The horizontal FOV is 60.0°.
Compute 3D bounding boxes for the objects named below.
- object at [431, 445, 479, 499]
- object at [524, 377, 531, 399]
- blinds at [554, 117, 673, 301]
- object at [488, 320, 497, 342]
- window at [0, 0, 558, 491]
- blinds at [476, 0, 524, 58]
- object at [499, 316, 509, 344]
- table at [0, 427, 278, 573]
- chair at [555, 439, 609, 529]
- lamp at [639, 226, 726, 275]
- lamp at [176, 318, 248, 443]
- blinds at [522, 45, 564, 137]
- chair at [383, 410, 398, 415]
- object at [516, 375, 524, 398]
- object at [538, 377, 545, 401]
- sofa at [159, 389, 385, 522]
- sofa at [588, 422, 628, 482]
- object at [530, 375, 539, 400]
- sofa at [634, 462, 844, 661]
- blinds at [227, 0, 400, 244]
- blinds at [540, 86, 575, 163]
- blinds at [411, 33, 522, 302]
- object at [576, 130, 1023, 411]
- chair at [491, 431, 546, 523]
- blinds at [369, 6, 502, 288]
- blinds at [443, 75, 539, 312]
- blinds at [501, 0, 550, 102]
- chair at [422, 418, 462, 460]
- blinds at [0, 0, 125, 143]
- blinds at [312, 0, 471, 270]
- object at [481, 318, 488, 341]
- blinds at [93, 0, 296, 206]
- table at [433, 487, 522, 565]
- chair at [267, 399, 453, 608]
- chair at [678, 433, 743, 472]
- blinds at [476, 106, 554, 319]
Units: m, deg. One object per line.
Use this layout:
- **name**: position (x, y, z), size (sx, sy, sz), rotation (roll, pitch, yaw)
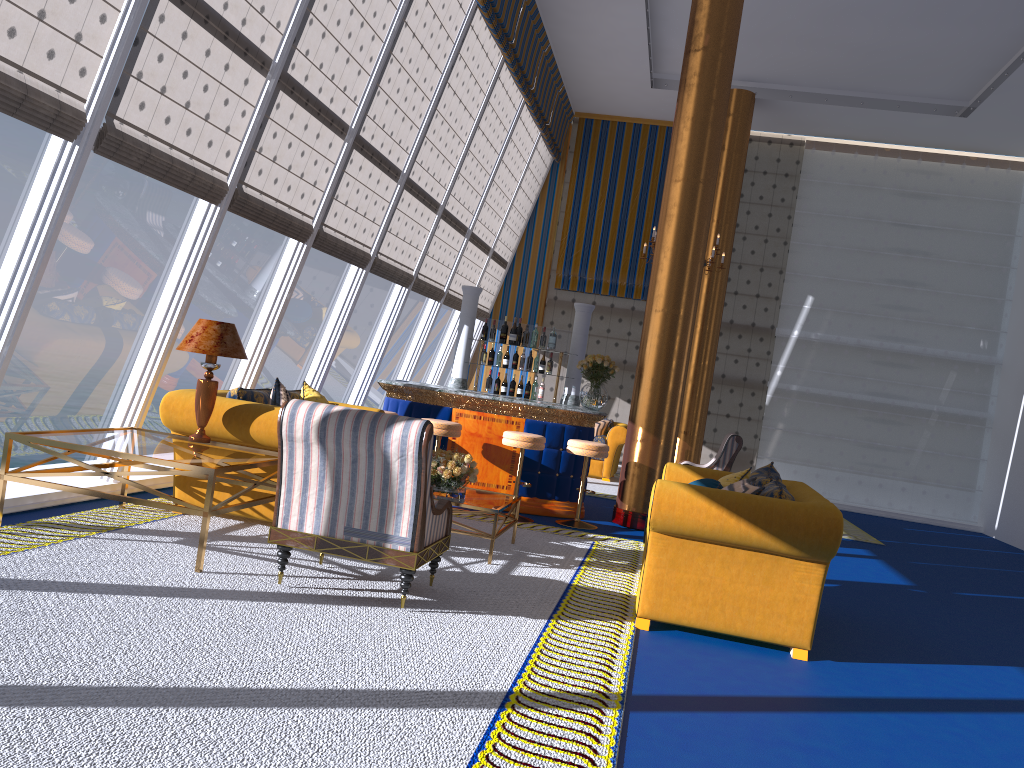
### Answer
- **object**: position (-0.470, 0.628, 6.324), size (0.456, 0.388, 0.502), rotation (8, 0, -9)
- **object**: position (0.177, 0.040, 9.702), size (0.066, 0.244, 0.065), rotation (8, 1, -9)
- **blinds**: position (2.219, -2.873, 14.706), size (2.651, 2.990, 0.152), rotation (9, 1, 9)
- **object**: position (-0.206, -0.585, 9.761), size (0.073, 0.246, 0.071), rotation (8, 1, -31)
- **window**: position (-1.546, -1.975, 7.775), size (1.613, 5.856, 15.521), rotation (9, 0, 10)
- **blinds**: position (-0.128, -4.236, 9.667), size (0.337, 0.830, 1.530), rotation (9, 0, 10)
- **object**: position (-0.081, -0.592, 9.683), size (0.081, 0.303, 0.082), rotation (9, 1, 15)
- **table**: position (-2.090, 0.638, 5.296), size (1.233, 0.550, 1.155), rotation (9, 0, 10)
- **chair**: position (0.656, 0.920, 8.225), size (0.401, 0.782, 0.395), rotation (8, 1, -20)
- **lamp**: position (2.372, -2.596, 11.553), size (1.065, 2.422, 1.054), rotation (8, 1, -13)
- **lamp**: position (-1.955, -0.016, 5.714), size (0.442, 0.783, 0.450), rotation (9, 1, 25)
- **blinds**: position (0.424, -4.167, 12.712), size (0.337, 0.830, 1.530), rotation (9, 0, 10)
- **chair**: position (-1.306, 0.626, 8.266), size (0.403, 0.782, 0.394), rotation (8, 1, -42)
- **object**: position (0.095, 0.025, 9.694), size (0.069, 0.244, 0.068), rotation (8, 1, -9)
- **object**: position (0.330, 0.057, 9.719), size (0.061, 0.258, 0.061), rotation (9, 1, 10)
- **sofa**: position (-1.753, 0.526, 6.724), size (0.998, 0.854, 1.852), rotation (9, 0, 10)
- **sofa**: position (0.846, 0.898, 13.308), size (1.840, 0.854, 1.015), rotation (9, 0, 11)
- **object**: position (0.253, 0.040, 9.722), size (0.069, 0.269, 0.068), rotation (8, 1, -30)
- **sofa**: position (1.355, 1.009, 5.515), size (1.007, 0.854, 1.855), rotation (9, 0, 12)
- **blinds**: position (-1.257, -2.848, 6.967), size (0.871, 3.394, 1.370), rotation (9, 1, 10)
- **blinds**: position (0.700, -4.133, 14.235), size (0.337, 0.830, 1.530), rotation (9, 0, 10)
- **blinds**: position (-0.451, -2.747, 11.411), size (0.871, 3.394, 1.370), rotation (9, 1, 10)
- **object**: position (2.892, -6.620, 6.809), size (62.890, 33.605, 63.653), rotation (9, 0, 16)
- **chair**: position (0.060, 0.831, 8.040), size (0.402, 0.782, 0.394), rotation (8, 1, -31)
- **blinds**: position (-0.715, -2.780, 9.958), size (0.871, 3.394, 1.370), rotation (9, 1, 10)
- **blinds**: position (-0.175, -2.713, 12.935), size (0.871, 3.394, 1.370), rotation (9, 1, 10)
- **blinds**: position (0.148, -4.201, 11.192), size (0.337, 0.830, 1.530), rotation (9, 0, 10)
- **chair**: position (-0.700, 0.718, 8.068), size (0.403, 0.782, 0.394), rotation (8, 1, -42)
- **blinds**: position (-1.798, -2.915, 3.984), size (0.871, 3.394, 1.370), rotation (9, 1, 10)
- **blinds**: position (-0.989, -2.814, 8.447), size (0.871, 3.394, 1.370), rotation (9, 1, 10)
- **object**: position (-0.295, -0.598, 9.732), size (0.065, 0.244, 0.066), rotation (9, 1, 14)
- **blinds**: position (-1.524, -2.881, 5.494), size (0.871, 3.394, 1.370), rotation (9, 1, 10)
- **table**: position (-0.508, 0.961, 6.430), size (0.971, 0.369, 0.910), rotation (9, 0, 10)
- **chair**: position (-0.779, 0.612, 4.756), size (0.791, 0.967, 0.787), rotation (9, 1, 10)
- **chair**: position (2.511, 1.074, 11.487), size (0.781, 0.967, 0.797), rotation (9, 1, 10)
- **blinds**: position (0.091, -2.679, 14.401), size (0.871, 3.394, 1.370), rotation (9, 1, 10)
